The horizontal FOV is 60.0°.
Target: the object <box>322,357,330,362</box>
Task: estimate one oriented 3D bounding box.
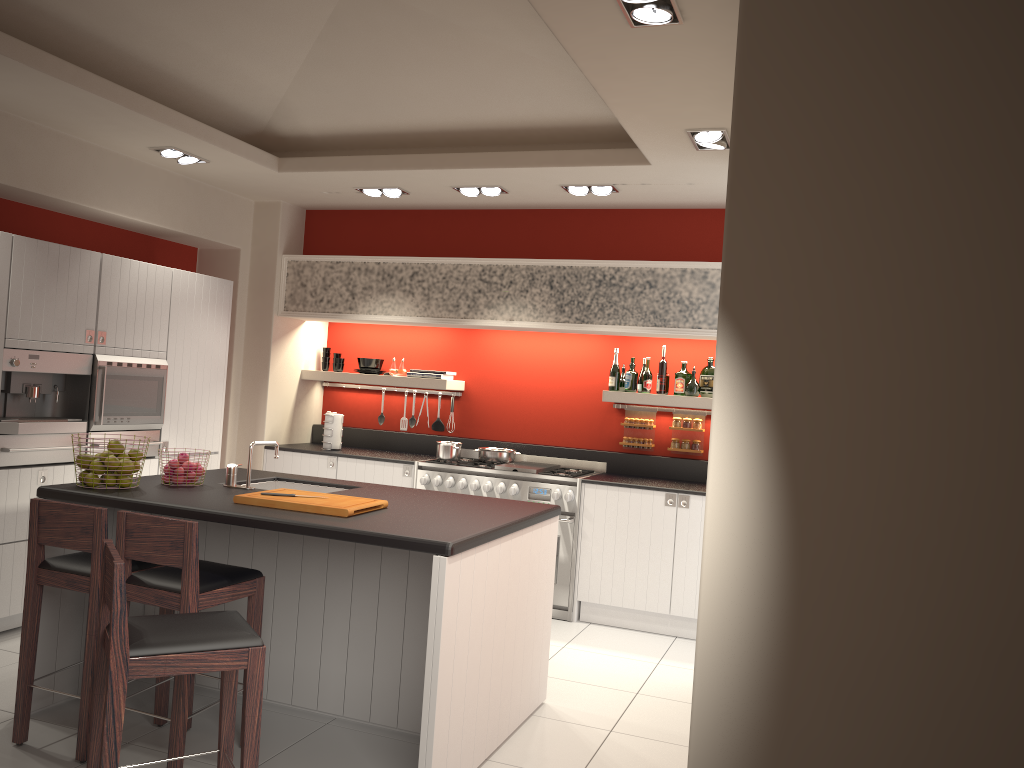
[{"bbox_3d":[-1.601,-0.192,7.630,0.070,0.076,0.070,4,0,-9],"label":"object"}]

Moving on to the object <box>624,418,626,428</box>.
[{"bbox_3d":[0.894,0.302,6.926,0.034,0.078,0.034,4,-1,41],"label":"object"}]

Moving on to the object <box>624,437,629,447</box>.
[{"bbox_3d":[0.886,0.450,6.882,0.034,0.078,0.034,4,-1,41],"label":"object"}]

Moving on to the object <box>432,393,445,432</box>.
[{"bbox_3d":[-0.615,0.240,7.536,0.123,0.331,0.040,4,-1,20],"label":"object"}]

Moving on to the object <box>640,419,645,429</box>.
[{"bbox_3d":[1.007,0.310,6.844,0.034,0.078,0.034,4,-1,41],"label":"object"}]

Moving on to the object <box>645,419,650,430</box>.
[{"bbox_3d":[1.043,0.312,6.830,0.034,0.078,0.034,4,-1,41],"label":"object"}]

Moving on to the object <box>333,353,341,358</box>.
[{"bbox_3d":[-1.532,-0.231,7.772,0.070,0.076,0.070,4,0,-9],"label":"object"}]

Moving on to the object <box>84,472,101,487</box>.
[{"bbox_3d":[-1.909,0.436,4.035,0.068,0.068,0.068,4,0,31],"label":"object"}]

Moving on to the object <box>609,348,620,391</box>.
[{"bbox_3d":[0.789,-0.110,6.772,0.083,0.331,0.083,4,-1,-9],"label":"object"}]

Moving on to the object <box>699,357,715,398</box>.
[{"bbox_3d":[1.477,-0.048,6.631,0.057,0.303,0.186,4,-1,-40],"label":"object"}]

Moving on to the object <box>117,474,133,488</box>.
[{"bbox_3d":[-1.787,0.445,4.093,0.068,0.068,0.068,4,0,31],"label":"object"}]

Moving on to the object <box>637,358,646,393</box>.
[{"bbox_3d":[1.020,-0.066,6.870,0.083,0.277,0.083,4,-1,24],"label":"object"}]

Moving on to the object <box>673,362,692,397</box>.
[{"bbox_3d":[1.291,-0.039,6.688,0.071,0.260,0.112,4,-1,-41],"label":"object"}]

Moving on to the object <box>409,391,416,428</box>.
[{"bbox_3d":[-0.844,0.219,7.599,0.067,0.323,0.022,4,-1,19],"label":"object"}]

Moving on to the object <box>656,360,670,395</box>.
[{"bbox_3d":[1.158,-0.050,6.784,0.094,0.263,0.094,4,-1,-14],"label":"object"}]

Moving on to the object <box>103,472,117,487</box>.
[{"bbox_3d":[-1.850,0.440,4.092,0.068,0.068,0.068,4,0,31],"label":"object"}]

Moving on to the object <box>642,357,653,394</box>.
[{"bbox_3d":[1.032,-0.068,6.772,0.080,0.278,0.080,4,-1,23],"label":"object"}]

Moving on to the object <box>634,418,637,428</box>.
[{"bbox_3d":[0.967,0.307,6.899,0.034,0.078,0.034,4,-1,41],"label":"object"}]

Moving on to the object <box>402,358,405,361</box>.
[{"bbox_3d":[-0.925,-0.206,7.540,0.026,0.032,0.023,4,0,3],"label":"object"}]

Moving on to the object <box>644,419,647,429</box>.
[{"bbox_3d":[1.041,0.312,6.872,0.034,0.078,0.034,4,-1,41],"label":"object"}]

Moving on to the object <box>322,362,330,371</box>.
[{"bbox_3d":[-1.604,-0.149,7.629,0.070,0.076,0.070,4,0,-9],"label":"object"}]

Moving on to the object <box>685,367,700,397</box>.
[{"bbox_3d":[1.336,-0.020,6.537,0.113,0.226,0.113,4,-1,31],"label":"object"}]

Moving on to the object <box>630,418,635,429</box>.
[{"bbox_3d":[0.933,0.305,6.870,0.034,0.078,0.034,4,-1,41],"label":"object"}]

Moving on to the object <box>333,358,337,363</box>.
[{"bbox_3d":[-1.535,-0.187,7.772,0.070,0.076,0.070,4,0,-9],"label":"object"}]

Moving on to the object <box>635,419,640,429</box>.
[{"bbox_3d":[0.970,0.307,6.857,0.034,0.078,0.034,4,-1,41],"label":"object"}]

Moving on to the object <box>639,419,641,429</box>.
[{"bbox_3d":[1.005,0.310,6.885,0.034,0.078,0.034,4,-1,41],"label":"object"}]

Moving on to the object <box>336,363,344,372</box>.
[{"bbox_3d":[-1.482,-0.140,7.638,0.070,0.076,0.070,4,0,-9],"label":"object"}]

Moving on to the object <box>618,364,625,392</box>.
[{"bbox_3d":[0.868,-0.052,6.937,0.113,0.226,0.113,4,-1,-29],"label":"object"}]

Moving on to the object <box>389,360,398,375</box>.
[{"bbox_3d":[-0.998,-0.137,7.480,0.076,0.131,0.076,4,-1,-28],"label":"object"}]

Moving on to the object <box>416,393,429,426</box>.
[{"bbox_3d":[-0.751,0.221,7.568,0.124,0.297,0.009,4,-1,20],"label":"object"}]

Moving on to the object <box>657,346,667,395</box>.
[{"bbox_3d":[1.150,-0.102,6.689,0.062,0.366,0.210,4,0,19],"label":"object"}]

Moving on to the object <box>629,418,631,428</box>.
[{"bbox_3d":[0.930,0.304,6.913,0.034,0.078,0.034,4,-1,41],"label":"object"}]

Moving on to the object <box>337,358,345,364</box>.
[{"bbox_3d":[-1.479,-0.184,7.638,0.070,0.076,0.070,4,0,-9],"label":"object"}]

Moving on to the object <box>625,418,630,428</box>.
[{"bbox_3d":[0.897,0.302,6.884,0.034,0.078,0.034,4,-1,41],"label":"object"}]

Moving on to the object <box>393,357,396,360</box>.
[{"bbox_3d":[-0.993,-0.212,7.481,0.023,0.031,0.024,4,0,-28],"label":"object"}]

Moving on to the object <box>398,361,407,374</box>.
[{"bbox_3d":[-0.932,-0.132,7.539,0.077,0.134,0.076,4,0,4],"label":"object"}]

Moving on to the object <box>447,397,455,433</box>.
[{"bbox_3d":[-0.508,0.252,7.477,0.069,0.328,0.069,4,-1,-2],"label":"object"}]

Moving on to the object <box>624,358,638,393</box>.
[{"bbox_3d":[0.905,-0.069,6.705,0.094,0.264,0.094,4,-1,9],"label":"object"}]

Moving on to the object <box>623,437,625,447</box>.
[{"bbox_3d":[0.883,0.450,6.925,0.034,0.078,0.034,4,-1,41],"label":"object"}]

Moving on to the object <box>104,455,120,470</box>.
[{"bbox_3d":[-1.826,0.358,4.053,0.067,0.068,0.067,4,0,-18],"label":"object"}]

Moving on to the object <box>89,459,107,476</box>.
[{"bbox_3d":[-1.907,0.383,4.089,0.076,0.077,0.076,4,0,-15],"label":"object"}]

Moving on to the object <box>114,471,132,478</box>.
[{"bbox_3d":[-1.829,0.435,4.169,0.084,0.079,0.086,4,0,-25],"label":"object"}]

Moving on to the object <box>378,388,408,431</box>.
[{"bbox_3d":[-1.024,0.220,7.662,0.287,0.351,0.022,4,-1,21],"label":"object"}]

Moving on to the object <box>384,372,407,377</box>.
[{"bbox_3d":[-0.969,-0.078,7.509,0.183,0.027,0.160,4,0,-41],"label":"object"}]

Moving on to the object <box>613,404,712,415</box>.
[{"bbox_3d":[1.440,0.217,6.796,1.355,0.034,0.048,4,0,20],"label":"object"}]

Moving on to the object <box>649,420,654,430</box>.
[{"bbox_3d":[1.078,0.315,6.859,0.034,0.078,0.034,4,-1,41],"label":"object"}]
